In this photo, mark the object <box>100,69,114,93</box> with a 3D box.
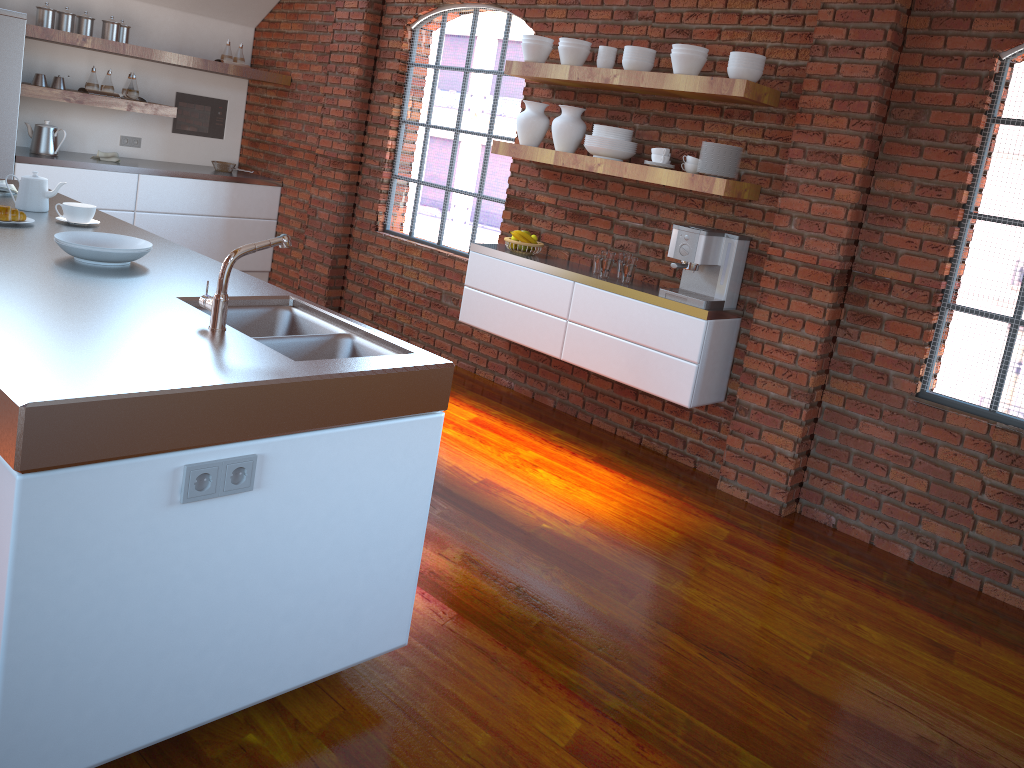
[{"bbox_3d":[-2.909,-2.175,6.336,0.093,0.189,0.095,9,10,-5],"label":"object"}]

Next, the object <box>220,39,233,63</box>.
[{"bbox_3d":[-2.239,-2.615,6.926,0.093,0.188,0.095,3,12,-35],"label":"object"}]

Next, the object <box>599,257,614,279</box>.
[{"bbox_3d":[0.490,-0.605,4.613,0.077,0.102,0.079,6,11,-18],"label":"object"}]

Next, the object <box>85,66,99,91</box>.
[{"bbox_3d":[-2.980,-2.166,6.254,0.093,0.188,0.095,3,12,-35],"label":"object"}]

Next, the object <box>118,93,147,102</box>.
[{"bbox_3d":[-2.821,-2.120,6.499,0.195,0.032,0.229,-2,19,-37],"label":"object"}]

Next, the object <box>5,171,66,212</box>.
[{"bbox_3d":[-1.890,-0.765,3.488,0.197,0.153,0.120,-2,16,-41],"label":"object"}]

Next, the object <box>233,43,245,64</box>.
[{"bbox_3d":[-2.168,-2.624,7.008,0.093,0.189,0.095,9,10,-5],"label":"object"}]

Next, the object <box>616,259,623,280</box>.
[{"bbox_3d":[0.588,-0.608,4.683,0.077,0.102,0.079,6,11,-18],"label":"object"}]

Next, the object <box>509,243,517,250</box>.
[{"bbox_3d":[0.006,-0.800,5.095,0.046,0.045,0.057,7,13,-15],"label":"object"}]

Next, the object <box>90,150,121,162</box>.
[{"bbox_3d":[-2.973,-1.672,6.441,0.203,0.060,0.201,3,16,-25],"label":"object"}]

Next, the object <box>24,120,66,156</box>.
[{"bbox_3d":[-3.238,-1.708,6.089,0.300,0.234,0.185,6,12,-17],"label":"object"}]

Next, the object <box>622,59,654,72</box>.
[{"bbox_3d":[0.647,-1.634,4.554,0.168,0.060,0.166,20,18,35],"label":"object"}]

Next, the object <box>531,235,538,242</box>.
[{"bbox_3d":[0.126,-0.845,5.119,0.046,0.045,0.056,8,12,-7],"label":"object"}]

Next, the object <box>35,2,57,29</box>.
[{"bbox_3d":[-3.143,-2.485,5.931,0.130,0.174,0.127,18,13,36],"label":"object"}]

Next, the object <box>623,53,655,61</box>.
[{"bbox_3d":[0.652,-1.662,4.549,0.168,0.060,0.166,20,18,35],"label":"object"}]

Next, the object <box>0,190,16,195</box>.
[{"bbox_3d":[-2.273,-0.840,3.784,0.232,0.026,0.168,11,15,7],"label":"object"}]

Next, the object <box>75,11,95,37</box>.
[{"bbox_3d":[-2.991,-2.523,6.161,0.130,0.174,0.127,18,13,36],"label":"object"}]

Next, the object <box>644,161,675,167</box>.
[{"bbox_3d":[0.739,-1.097,4.411,0.154,0.012,0.157,10,15,2],"label":"object"}]

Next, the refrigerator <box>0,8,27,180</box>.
[{"bbox_3d":[-3.762,-1.562,5.588,0.797,1.740,0.913,18,13,41],"label":"refrigerator"}]

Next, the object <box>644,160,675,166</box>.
[{"bbox_3d":[0.739,-1.102,4.410,0.154,0.012,0.157,10,15,2],"label":"object"}]

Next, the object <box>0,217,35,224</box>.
[{"bbox_3d":[-1.814,-0.586,3.141,0.194,0.013,0.200,2,17,-26],"label":"object"}]

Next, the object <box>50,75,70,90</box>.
[{"bbox_3d":[-3.135,-2.093,6.083,0.106,0.098,0.109,8,12,-6],"label":"object"}]

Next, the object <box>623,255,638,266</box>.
[{"bbox_3d":[0.602,-0.605,4.538,0.077,0.102,0.080,2,13,-35],"label":"object"}]

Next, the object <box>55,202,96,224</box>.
[{"bbox_3d":[-1.660,-0.651,3.366,0.126,0.068,0.117,16,15,26],"label":"object"}]

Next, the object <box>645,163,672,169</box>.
[{"bbox_3d":[0.737,-1.089,4.412,0.154,0.012,0.157,10,15,2],"label":"object"}]

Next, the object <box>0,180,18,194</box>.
[{"bbox_3d":[-2.255,-0.842,3.750,0.168,0.049,0.233,22,19,40],"label":"object"}]

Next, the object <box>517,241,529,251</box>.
[{"bbox_3d":[0.067,-0.803,5.089,0.077,0.064,0.078,6,13,-14],"label":"object"}]

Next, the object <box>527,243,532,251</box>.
[{"bbox_3d":[0.096,-0.810,5.151,0.070,0.068,0.070,0,15,-38],"label":"object"}]

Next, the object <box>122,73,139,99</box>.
[{"bbox_3d":[-2.808,-2.200,6.488,0.093,0.189,0.207,2,14,-38],"label":"object"}]

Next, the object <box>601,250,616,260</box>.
[{"bbox_3d":[0.496,-0.642,4.607,0.077,0.102,0.079,6,11,-18],"label":"object"}]

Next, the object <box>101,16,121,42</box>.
[{"bbox_3d":[-2.826,-2.505,6.200,0.130,0.174,0.127,18,13,36],"label":"object"}]

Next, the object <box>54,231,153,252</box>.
[{"bbox_3d":[-1.285,-0.426,2.768,0.283,0.054,0.287,13,15,13],"label":"object"}]

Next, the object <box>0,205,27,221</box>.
[{"bbox_3d":[-1.815,-0.612,3.148,0.137,0.050,0.064,2,15,-28],"label":"object"}]

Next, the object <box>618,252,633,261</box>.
[{"bbox_3d":[0.594,-0.645,4.677,0.077,0.102,0.079,6,11,-18],"label":"object"}]

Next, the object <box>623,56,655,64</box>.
[{"bbox_3d":[0.649,-1.649,4.551,0.168,0.060,0.166,20,18,35],"label":"object"}]

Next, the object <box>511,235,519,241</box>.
[{"bbox_3d":[0.020,-0.847,5.098,0.045,0.052,0.052,16,13,29],"label":"object"}]

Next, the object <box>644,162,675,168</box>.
[{"bbox_3d":[0.738,-1.093,4.412,0.154,0.012,0.157,10,15,2],"label":"object"}]

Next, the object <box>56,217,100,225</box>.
[{"bbox_3d":[-1.662,-0.621,3.369,0.153,0.012,0.158,4,16,-19],"label":"object"}]

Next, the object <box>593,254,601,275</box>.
[{"bbox_3d":[0.467,-0.642,4.738,0.078,0.102,0.079,12,11,12],"label":"object"}]

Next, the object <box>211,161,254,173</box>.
[{"bbox_3d":[-2.280,-1.745,7.128,0.352,0.073,0.196,16,15,22],"label":"object"}]

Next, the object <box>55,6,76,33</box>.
[{"bbox_3d":[-3.068,-2.504,6.044,0.130,0.174,0.127,18,13,36],"label":"object"}]

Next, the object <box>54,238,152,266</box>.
[{"bbox_3d":[-1.286,-0.416,2.770,0.283,0.054,0.287,13,15,13],"label":"object"}]

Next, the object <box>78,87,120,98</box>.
[{"bbox_3d":[-2.958,-2.090,6.307,0.199,0.032,0.224,22,19,39],"label":"object"}]

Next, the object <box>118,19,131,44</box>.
[{"bbox_3d":[-2.839,-2.560,6.392,0.130,0.174,0.127,18,13,36],"label":"object"}]

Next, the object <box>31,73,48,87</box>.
[{"bbox_3d":[-3.217,-2.074,5.998,0.106,0.080,0.109,5,13,-19],"label":"object"}]

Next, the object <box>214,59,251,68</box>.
[{"bbox_3d":[-2.218,-2.540,6.978,0.199,0.032,0.224,22,19,39],"label":"object"}]

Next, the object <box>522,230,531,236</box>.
[{"bbox_3d":[0.076,-0.864,5.128,0.069,0.060,0.070,2,14,-31],"label":"object"}]

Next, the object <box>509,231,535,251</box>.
[{"bbox_3d":[0.064,-0.816,5.048,0.176,0.093,0.065,7,11,-11],"label":"object"}]
